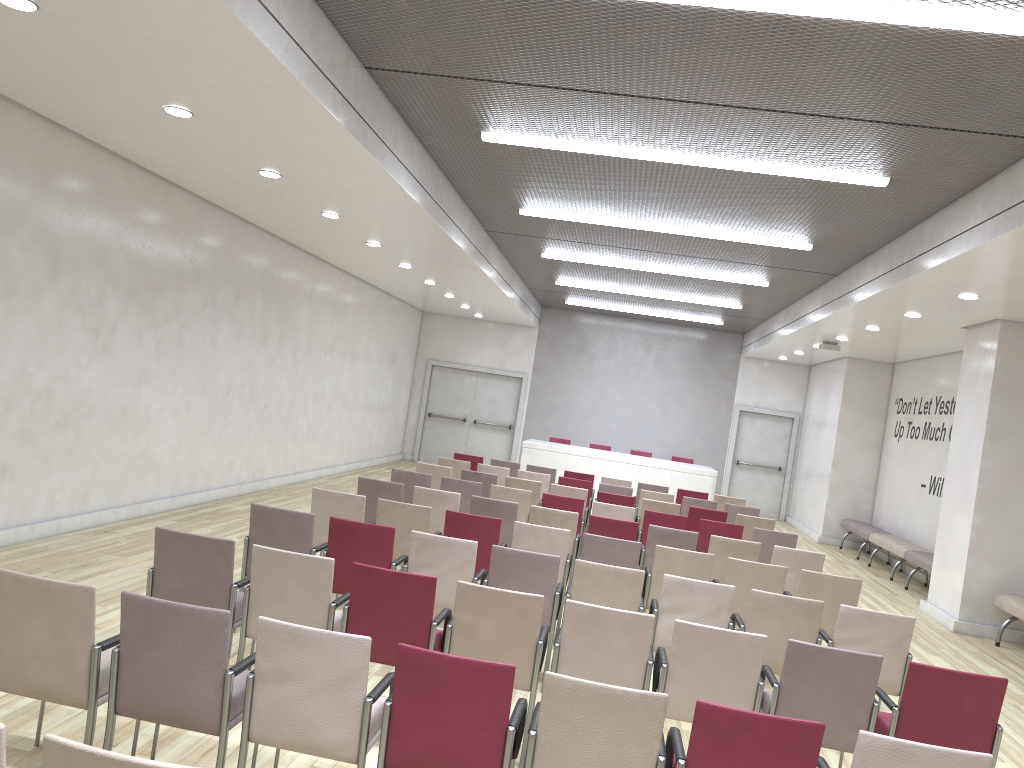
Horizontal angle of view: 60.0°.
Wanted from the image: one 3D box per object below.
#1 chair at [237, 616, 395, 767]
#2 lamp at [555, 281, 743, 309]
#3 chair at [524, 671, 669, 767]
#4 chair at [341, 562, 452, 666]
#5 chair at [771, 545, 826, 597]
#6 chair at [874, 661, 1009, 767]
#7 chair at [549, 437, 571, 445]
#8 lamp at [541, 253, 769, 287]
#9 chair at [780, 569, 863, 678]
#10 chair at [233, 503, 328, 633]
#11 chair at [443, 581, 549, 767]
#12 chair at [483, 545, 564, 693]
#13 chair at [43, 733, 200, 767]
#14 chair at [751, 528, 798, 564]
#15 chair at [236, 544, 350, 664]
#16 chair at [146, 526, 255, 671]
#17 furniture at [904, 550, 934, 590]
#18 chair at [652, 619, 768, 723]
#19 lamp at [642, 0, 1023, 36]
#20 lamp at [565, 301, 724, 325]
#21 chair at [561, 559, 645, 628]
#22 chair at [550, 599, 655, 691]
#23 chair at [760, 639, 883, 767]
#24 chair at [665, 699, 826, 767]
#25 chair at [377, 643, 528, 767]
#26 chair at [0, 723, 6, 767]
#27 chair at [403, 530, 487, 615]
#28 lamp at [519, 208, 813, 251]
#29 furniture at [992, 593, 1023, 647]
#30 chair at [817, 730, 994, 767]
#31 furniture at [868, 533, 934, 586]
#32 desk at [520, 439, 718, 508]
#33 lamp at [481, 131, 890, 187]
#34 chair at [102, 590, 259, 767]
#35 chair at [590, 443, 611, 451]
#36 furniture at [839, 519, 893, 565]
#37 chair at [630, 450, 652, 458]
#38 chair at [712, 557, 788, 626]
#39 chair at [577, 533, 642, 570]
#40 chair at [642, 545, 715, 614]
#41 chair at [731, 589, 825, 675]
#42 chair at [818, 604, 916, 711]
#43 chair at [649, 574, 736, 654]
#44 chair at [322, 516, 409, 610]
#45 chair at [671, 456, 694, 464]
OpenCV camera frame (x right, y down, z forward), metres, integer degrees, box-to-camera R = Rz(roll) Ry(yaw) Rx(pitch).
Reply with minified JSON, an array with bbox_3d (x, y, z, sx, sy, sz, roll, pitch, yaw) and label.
[{"bbox_3d":[-0.769,1.357,3.604,0.513,0.890,0.640,8,-1,8],"label":"chair"},{"bbox_3d":[2.403,-1.574,15.740,3.303,0.045,0.198,8,-1,7],"label":"lamp"},{"bbox_3d":[0.308,1.517,3.455,0.513,0.890,0.640,8,-1,7],"label":"chair"},{"bbox_3d":[-0.629,1.395,4.807,0.513,0.890,0.640,8,-1,7],"label":"chair"},{"bbox_3d":[2.516,1.913,8.136,0.513,0.890,0.640,8,-1,6],"label":"chair"},{"bbox_3d":[2.078,1.797,4.464,0.513,0.890,0.640,8,-1,7],"label":"chair"},{"bbox_3d":[0.925,1.584,18.455,0.513,0.890,0.640,8,-1,6],"label":"chair"},{"bbox_3d":[2.063,-1.663,12.955,3.303,0.045,0.198,8,-1,7],"label":"lamp"},{"bbox_3d":[2.367,1.874,6.925,0.513,0.890,0.640,8,-1,7],"label":"chair"},{"bbox_3d":[-1.553,1.274,6.177,0.513,0.890,0.640,8,-1,8],"label":"chair"},{"bbox_3d":[-0.090,1.475,4.745,0.513,0.890,0.640,8,-1,7],"label":"chair"},{"bbox_3d":[0.061,1.514,5.960,0.513,0.890,0.640,8,-1,7],"label":"chair"},{"bbox_3d":[-0.927,1.317,2.372,0.513,0.890,0.640,8,-1,8],"label":"chair"},{"bbox_3d":[2.669,1.952,9.356,0.513,0.890,0.640,8,-1,7],"label":"chair"},{"bbox_3d":[-1.162,1.316,4.877,0.513,0.890,0.640,8,-1,7],"label":"chair"},{"bbox_3d":[-1.705,1.235,4.961,0.513,0.890,0.640,8,-1,7],"label":"chair"},{"bbox_3d":[5.706,2.612,11.755,0.530,0.550,1.833,8,-1,7],"label":"furniture"},{"bbox_3d":[0.990,1.636,4.608,0.513,0.890,0.640,8,-1,7],"label":"chair"},{"bbox_3d":[1.025,-1.934,4.457,3.303,0.045,0.198,8,-1,7],"label":"lamp"},{"bbox_3d":[2.749,-1.484,18.570,3.303,0.045,0.198,8,-1,7],"label":"lamp"},{"bbox_3d":[0.591,1.593,5.897,0.513,0.890,0.640,8,-1,7],"label":"chair"},{"bbox_3d":[0.461,1.557,4.686,0.513,0.890,0.640,8,-1,8],"label":"chair"},{"bbox_3d":[1.531,1.716,4.551,0.513,0.890,0.640,8,-1,8],"label":"chair"},{"bbox_3d":[0.840,1.597,3.394,0.513,0.890,0.640,8,-1,7],"label":"chair"},{"bbox_3d":[-0.231,1.437,3.528,0.513,0.890,0.640,8,-1,8],"label":"chair"},{"bbox_3d":[-1.471,1.236,2.445,0.513,0.890,0.640,8,-1,7],"label":"chair"},{"bbox_3d":[-0.469,1.436,6.045,0.513,0.890,0.640,8,-1,7],"label":"chair"},{"bbox_3d":[1.714,-1.754,10.096,3.303,0.045,0.198,8,-1,7],"label":"lamp"},{"bbox_3d":[5.341,2.516,8.766,0.530,0.550,1.833,8,-1,7],"label":"furniture"},{"bbox_3d":[1.386,1.678,3.326,0.513,0.890,0.640,8,-1,6],"label":"chair"},{"bbox_3d":[5.931,2.670,13.596,0.530,0.550,1.833,8,-1,7],"label":"furniture"},{"bbox_3d":[2.002,1.881,17.200,3.652,1.042,1.456,8,-1,7],"label":"desk"},{"bbox_3d":[1.372,-1.844,7.298,3.303,0.045,0.198,8,-1,7],"label":"lamp"},{"bbox_3d":[-1.314,1.276,3.670,0.513,0.890,0.640,8,-1,8],"label":"chair"},{"bbox_3d":[1.768,1.709,18.348,0.513,0.890,0.640,8,-1,6],"label":"chair"},{"bbox_3d":[6.156,2.729,15.439,0.530,0.550,1.833,8,-1,7],"label":"furniture"},{"bbox_3d":[2.610,1.834,18.241,0.513,0.890,0.640,8,-1,6],"label":"chair"},{"bbox_3d":[1.825,1.793,6.977,0.513,0.890,0.640,8,-1,6],"label":"chair"},{"bbox_3d":[0.750,1.634,7.118,0.513,0.890,0.640,8,-1,8],"label":"chair"},{"bbox_3d":[1.292,1.714,7.060,0.513,0.890,0.640,8,-1,7],"label":"chair"},{"bbox_3d":[1.679,1.755,5.769,0.513,0.890,0.640,8,-1,7],"label":"chair"},{"bbox_3d":[2.209,1.834,5.697,0.513,0.890,0.640,8,-1,8],"label":"chair"},{"bbox_3d":[1.149,1.676,5.835,0.513,0.890,0.640,8,-1,8],"label":"chair"},{"bbox_3d":[-1.015,1.354,6.111,0.513,0.890,0.640,8,-1,7],"label":"chair"},{"bbox_3d":[3.452,1.959,18.135,0.513,0.890,0.640,8,-1,6],"label":"chair"}]
